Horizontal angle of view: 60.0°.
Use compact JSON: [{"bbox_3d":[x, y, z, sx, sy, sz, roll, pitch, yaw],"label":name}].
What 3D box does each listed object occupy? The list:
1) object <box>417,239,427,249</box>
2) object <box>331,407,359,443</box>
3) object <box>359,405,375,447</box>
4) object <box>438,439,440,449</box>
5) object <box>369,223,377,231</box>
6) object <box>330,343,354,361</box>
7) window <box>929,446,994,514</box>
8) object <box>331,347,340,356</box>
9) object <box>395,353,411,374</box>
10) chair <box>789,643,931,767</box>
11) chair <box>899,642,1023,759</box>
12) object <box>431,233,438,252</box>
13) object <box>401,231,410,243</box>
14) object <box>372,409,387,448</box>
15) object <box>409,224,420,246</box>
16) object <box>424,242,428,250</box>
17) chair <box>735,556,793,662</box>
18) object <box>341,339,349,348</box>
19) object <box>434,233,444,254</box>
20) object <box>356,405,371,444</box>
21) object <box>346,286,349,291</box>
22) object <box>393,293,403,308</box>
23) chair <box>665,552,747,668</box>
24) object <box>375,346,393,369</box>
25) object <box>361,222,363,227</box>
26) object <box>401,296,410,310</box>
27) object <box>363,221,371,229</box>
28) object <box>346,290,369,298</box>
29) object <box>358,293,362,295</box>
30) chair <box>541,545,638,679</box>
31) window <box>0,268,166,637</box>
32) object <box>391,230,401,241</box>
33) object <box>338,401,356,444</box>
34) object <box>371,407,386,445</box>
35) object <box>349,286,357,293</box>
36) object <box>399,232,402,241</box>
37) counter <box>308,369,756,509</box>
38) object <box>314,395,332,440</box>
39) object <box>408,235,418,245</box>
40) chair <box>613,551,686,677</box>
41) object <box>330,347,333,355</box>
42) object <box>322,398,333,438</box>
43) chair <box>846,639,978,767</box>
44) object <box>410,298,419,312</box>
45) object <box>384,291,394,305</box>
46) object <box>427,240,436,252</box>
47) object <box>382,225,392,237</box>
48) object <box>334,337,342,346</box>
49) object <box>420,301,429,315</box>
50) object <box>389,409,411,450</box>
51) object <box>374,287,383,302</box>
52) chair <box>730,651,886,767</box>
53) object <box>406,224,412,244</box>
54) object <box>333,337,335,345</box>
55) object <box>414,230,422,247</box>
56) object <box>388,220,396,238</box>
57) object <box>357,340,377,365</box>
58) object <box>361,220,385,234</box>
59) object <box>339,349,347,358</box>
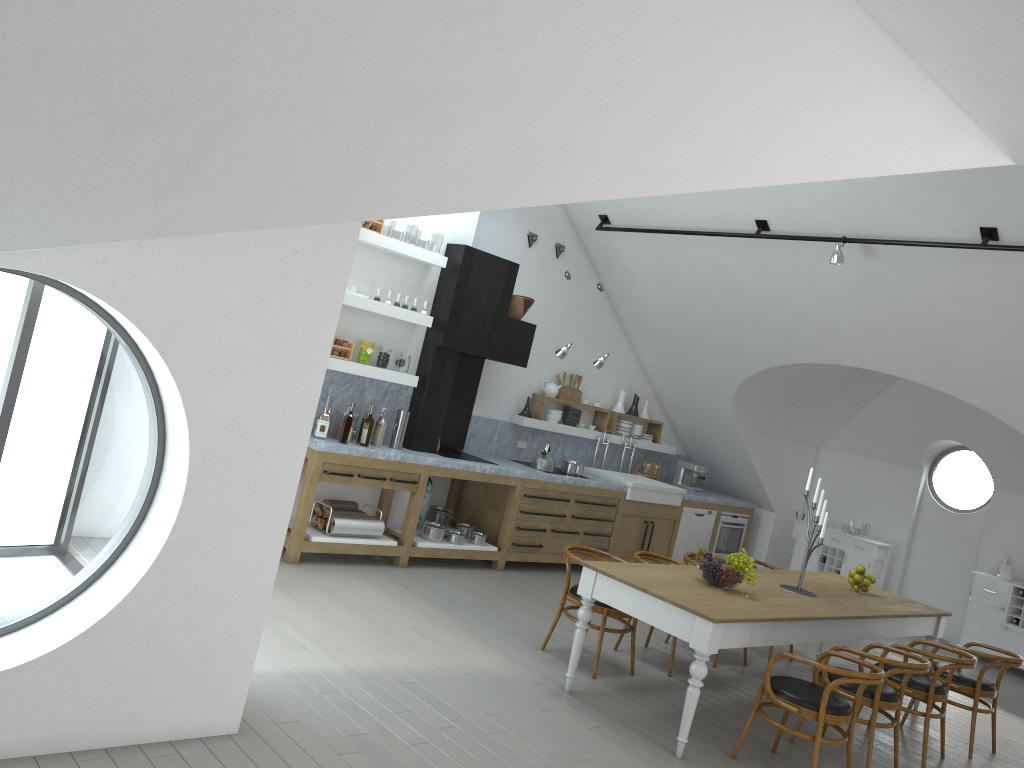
[{"bbox_3d":[-0.787,-1.203,7.679,0.077,0.085,0.077,14,-1,-10],"label":"object"},{"bbox_3d":[-1.385,0.328,7.386,0.184,0.286,0.184,14,-1,-19],"label":"object"},{"bbox_3d":[-1.188,0.347,7.327,0.092,0.359,0.092,13,-1,1],"label":"object"},{"bbox_3d":[-0.719,0.410,8.517,0.148,0.427,0.078,14,-1,-8],"label":"object"},{"bbox_3d":[-1.154,-1.297,7.369,0.058,0.075,0.058,14,-1,-20],"label":"object"},{"bbox_3d":[-1.445,-0.285,7.301,0.236,0.146,0.121,14,0,-43],"label":"object"},{"bbox_3d":[5.404,1.146,10.591,0.060,0.900,0.903,15,-1,-43],"label":"window"},{"bbox_3d":[-1.453,-0.263,7.300,0.058,0.075,0.058,14,-1,-20],"label":"object"},{"bbox_3d":[-0.950,-0.188,7.749,0.103,0.178,0.208,14,0,-21],"label":"object"},{"bbox_3d":[2.156,1.955,5.427,0.525,0.735,0.623,14,-1,-43],"label":"chair"},{"bbox_3d":[3.246,2.209,6.345,0.525,0.735,0.623,14,-1,-40],"label":"chair"},{"bbox_3d":[-0.695,-1.230,7.781,0.054,0.179,0.054,13,-1,23],"label":"object"},{"bbox_3d":[-0.909,-1.238,7.523,0.071,0.099,0.071,13,-1,11],"label":"object"},{"bbox_3d":[-1.110,0.375,7.523,0.085,0.331,0.086,14,-1,-34],"label":"object"},{"bbox_3d":[-0.838,-1.267,7.560,0.063,0.187,0.063,13,-1,15],"label":"object"},{"bbox_3d":[-0.779,-1.206,7.771,0.094,0.093,0.093,14,0,-10],"label":"object"},{"bbox_3d":[2.130,1.932,7.661,0.623,0.735,0.525,13,-1,44],"label":"chair"},{"bbox_3d":[-1.385,-0.335,7.347,0.058,0.075,0.058,14,-1,-20],"label":"object"},{"bbox_3d":[-0.640,-1.221,7.748,0.063,0.187,0.063,13,-1,15],"label":"object"},{"bbox_3d":[-1.224,0.342,7.441,0.091,0.339,0.092,14,-1,-25],"label":"object"},{"bbox_3d":[-1.370,-0.778,7.259,0.058,0.061,0.057,14,-1,-43],"label":"object"},{"bbox_3d":[-0.976,-0.717,7.599,0.064,0.124,0.067,13,-1,41],"label":"object"},{"bbox_3d":[1.608,1.810,7.179,0.525,0.735,0.623,14,-1,-40],"label":"chair"},{"bbox_3d":[-1.102,-0.226,7.602,0.120,0.183,0.120,14,-1,-28],"label":"object"},{"bbox_3d":[-1.250,-1.319,7.278,0.058,0.075,0.058,14,-1,-20],"label":"object"},{"bbox_3d":[-0.918,-0.703,7.673,0.064,0.124,0.067,13,-1,41],"label":"object"},{"bbox_3d":[-1.202,-1.308,7.324,0.058,0.075,0.058,14,-1,-20],"label":"object"},{"bbox_3d":[-1.321,-0.744,7.308,0.294,0.025,0.113,13,1,-43],"label":"object"},{"bbox_3d":[-1.265,-0.735,7.360,0.054,0.025,0.054,13,0,-43],"label":"object"},{"bbox_3d":[0.572,1.569,6.197,0.525,0.735,0.623,14,-1,-43],"label":"chair"},{"bbox_3d":[-2.050,0.264,3.310,1.465,1.471,0.104,14,-1,-43],"label":"window"},{"bbox_3d":[-0.985,-1.249,7.491,0.077,0.085,0.077,14,-1,-10],"label":"object"},{"bbox_3d":[-1.327,0.318,7.192,0.092,0.359,0.093,14,-1,-8],"label":"object"},{"bbox_3d":[-1.140,0.365,7.630,0.081,0.330,0.081,14,-1,-15],"label":"object"},{"bbox_3d":[-1.315,-0.771,7.308,0.054,0.071,0.054,14,-1,-44],"label":"object"},{"bbox_3d":[-0.977,-1.252,7.583,0.094,0.093,0.093,14,0,-10],"label":"object"},{"bbox_3d":[0.585,0.678,9.437,6.551,0.620,0.965,13,0,-43],"label":"counter"},{"bbox_3d":[-1.509,0.267,7.134,0.088,0.360,0.086,14,-1,-21],"label":"object"},{"bbox_3d":[-0.863,-1.231,7.646,0.082,0.105,0.081,13,-1,15],"label":"object"},{"bbox_3d":[1.129,1.699,6.643,0.623,0.735,0.525,13,-1,44],"label":"chair"},{"bbox_3d":[-1.500,-0.274,7.255,0.058,0.075,0.058,14,-1,-20],"label":"object"},{"bbox_3d":[-1.517,0.279,7.252,0.085,0.331,0.086,14,-1,-34],"label":"object"},{"bbox_3d":[2.685,2.078,5.907,0.623,0.735,0.525,13,-1,42],"label":"chair"},{"bbox_3d":[-0.846,-0.686,7.730,0.064,0.124,0.067,13,-1,41],"label":"object"},{"bbox_3d":[-1.047,-0.733,7.552,0.064,0.124,0.067,13,-1,41],"label":"object"},{"bbox_3d":[-0.711,-1.192,7.711,0.071,0.099,0.071,13,-1,11],"label":"object"},{"bbox_3d":[-1.061,-1.277,7.459,0.082,0.105,0.081,13,-1,15],"label":"object"},{"bbox_3d":[-1.432,-0.347,7.302,0.058,0.075,0.058,14,-1,-20],"label":"object"},{"bbox_3d":[-0.766,-0.668,7.805,0.064,0.124,0.067,13,-1,41],"label":"object"},{"bbox_3d":[-0.985,0.393,7.691,0.164,0.339,0.114,14,-1,-40],"label":"object"},{"bbox_3d":[-1.127,-0.752,7.477,0.064,0.124,0.067,13,-1,41],"label":"object"},{"bbox_3d":[1.664,1.841,4.905,0.525,0.735,0.623,14,-1,-39],"label":"chair"},{"bbox_3d":[-0.893,-1.276,7.593,0.054,0.179,0.054,13,-1,23],"label":"object"},{"bbox_3d":[-1.480,-0.358,7.257,0.058,0.075,0.058,14,-1,-20],"label":"object"},{"bbox_3d":[-0.826,-1.256,7.723,0.048,0.169,0.048,14,-1,-35],"label":"object"},{"bbox_3d":[-1.024,-1.302,7.535,0.048,0.169,0.048,14,-1,-35],"label":"object"},{"bbox_3d":[-1.241,-0.265,7.465,0.128,0.199,0.163,13,-1,42],"label":"object"},{"bbox_3d":[-1.194,-1.331,7.324,0.236,0.146,0.121,14,0,-43],"label":"object"},{"bbox_3d":[-1.405,-0.252,7.345,0.058,0.075,0.058,14,-1,-20],"label":"object"}]
